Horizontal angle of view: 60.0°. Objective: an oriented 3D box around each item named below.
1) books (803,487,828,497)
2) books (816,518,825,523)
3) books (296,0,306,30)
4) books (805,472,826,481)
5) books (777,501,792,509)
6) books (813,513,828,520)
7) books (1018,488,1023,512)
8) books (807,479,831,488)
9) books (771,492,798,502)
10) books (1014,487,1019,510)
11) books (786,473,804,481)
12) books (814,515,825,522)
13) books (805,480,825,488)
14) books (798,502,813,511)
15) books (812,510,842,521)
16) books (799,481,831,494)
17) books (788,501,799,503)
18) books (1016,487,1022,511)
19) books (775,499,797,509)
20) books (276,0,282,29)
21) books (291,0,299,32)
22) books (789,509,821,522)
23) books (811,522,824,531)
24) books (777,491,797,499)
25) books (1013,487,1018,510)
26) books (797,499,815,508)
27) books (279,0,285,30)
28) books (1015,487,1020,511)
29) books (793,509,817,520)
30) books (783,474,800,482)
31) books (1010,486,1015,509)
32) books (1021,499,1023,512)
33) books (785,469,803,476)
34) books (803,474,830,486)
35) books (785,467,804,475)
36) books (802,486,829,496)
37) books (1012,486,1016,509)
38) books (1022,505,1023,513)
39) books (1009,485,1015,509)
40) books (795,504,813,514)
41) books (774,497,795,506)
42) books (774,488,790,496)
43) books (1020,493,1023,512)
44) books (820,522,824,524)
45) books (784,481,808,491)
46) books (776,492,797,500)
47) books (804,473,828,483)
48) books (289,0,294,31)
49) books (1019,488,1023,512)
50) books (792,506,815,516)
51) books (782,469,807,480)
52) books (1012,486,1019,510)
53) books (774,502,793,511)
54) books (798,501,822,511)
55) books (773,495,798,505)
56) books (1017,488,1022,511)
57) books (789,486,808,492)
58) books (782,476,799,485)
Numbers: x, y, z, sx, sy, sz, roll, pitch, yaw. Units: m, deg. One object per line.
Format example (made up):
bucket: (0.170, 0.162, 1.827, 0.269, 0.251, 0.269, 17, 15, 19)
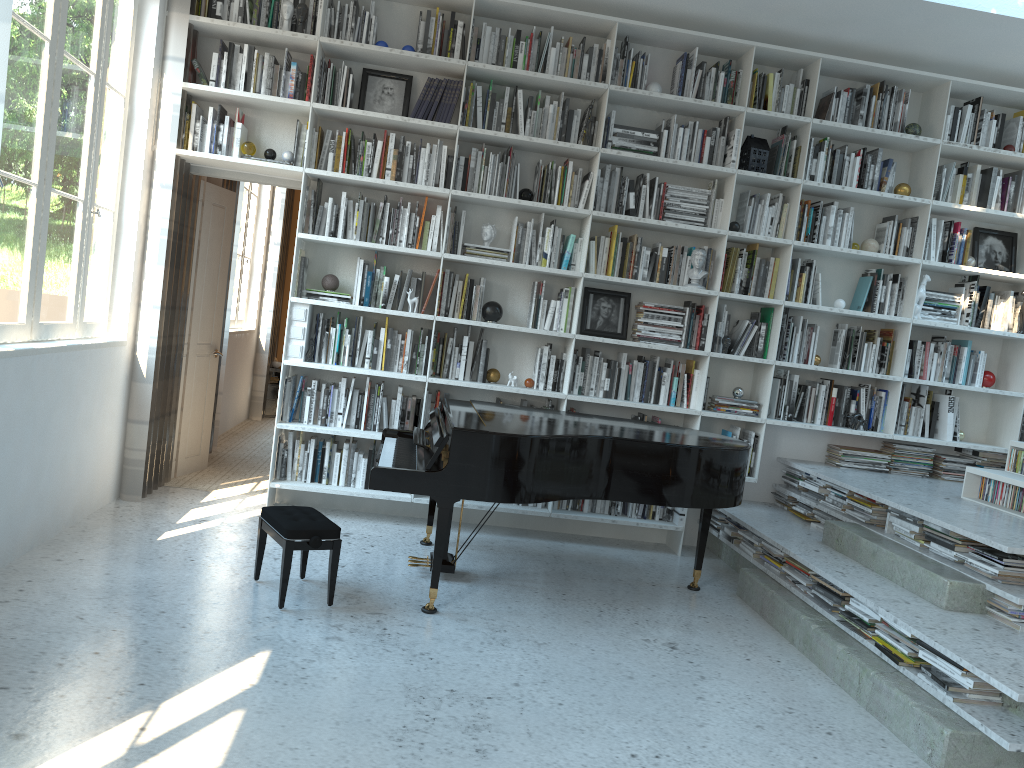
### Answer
books: (1.907, 0.662, 5.405, 0.152, 0.009, 0.259, 7, 4, -10)
books: (1.886, 0.811, 5.118, 0.161, 0.012, 0.254, 7, 4, -6)
books: (-1.235, -2.136, 5.176, 0.013, 0.292, 0.154, 7, 4, -7)
books: (1.909, 0.566, 5.397, 0.171, 0.020, 0.193, 7, 4, -12)
books: (1.816, 0.786, 5.735, 0.144, 0.005, 0.257, 7, 4, -2)
books: (1.881, 0.783, 5.115, 0.178, 0.009, 0.276, 7, 4, -6)
books: (2.705, 0.609, 4.617, 0.125, 0.125, 0.008, 7, 4, -7)
books: (1.915, 0.608, 5.401, 0.143, 0.012, 0.263, 7, 4, -2)
books: (1.811, 0.736, 5.730, 0.184, 0.006, 0.262, 7, 4, -6)
books: (2.702, 0.607, 4.646, 0.125, 0.125, 0.007, 7, 4, -7)
books: (1.888, 0.611, 5.692, 0.145, 0.008, 0.297, 7, 4, -8)
books: (1.883, 0.796, 5.116, 0.156, 0.017, 0.263, 7, 4, -11)
books: (1.907, 0.616, 5.401, 0.171, 0.007, 0.206, 7, 4, -5)
books: (1.864, 0.760, 5.423, 0.137, 0.018, 0.200, 7, 4, -11)
books: (1.877, 0.770, 5.113, 0.181, 0.017, 0.249, 7, 4, -10)
books: (1.894, 0.633, 5.401, 0.189, 0.030, 0.237, 7, 4, -10)
books: (1.820, 0.743, 5.732, 0.152, 0.005, 0.242, 7, 4, -3)
books: (2.703, 0.608, 4.631, 0.125, 0.125, 0.009, 7, 4, -7)
books: (1.826, 0.778, 5.735, 0.147, 0.014, 0.292, 7, 4, -7)
books: (-1.342, -2.141, 5.159, 0.013, 0.275, 0.158, 7, 4, -7)
books: (-1.256, -2.122, 5.162, 0.027, 0.259, 0.146, 7, 4, -7)
books: (1.832, 0.809, 5.424, 0.187, 0.009, 0.260, 7, 4, -4)
books: (1.861, 0.843, 5.118, 0.189, 0.028, 0.202, 7, 4, -12)
books: (1.823, 0.718, 5.730, 0.152, 0.015, 0.207, 7, 4, -2)
books: (2.701, 0.607, 4.653, 0.125, 0.125, 0.008, 7, 4, -7)
books: (1.864, 0.735, 5.421, 0.149, 0.014, 0.228, 7, 4, -9)
books: (-1.328, -2.114, 5.162, 0.021, 0.226, 0.156, 7, 4, -7)
books: (2.703, 0.608, 4.639, 0.125, 0.125, 0.008, 7, 4, -7)
books: (1.851, 0.800, 5.426, 0.160, 0.014, 0.267, 7, 4, -8)
books: (1.879, 0.618, 5.692, 0.156, 0.009, 0.287, 7, 4, -9)
books: (2.698, 0.605, 4.677, 0.125, 0.125, 0.008, 7, 4, -7)
books: (2.707, 0.611, 4.594, 0.125, 0.125, 0.007, 7, 4, -7)
books: (1.882, 0.576, 5.688, 0.167, 0.008, 0.234, 7, 4, -8)
books: (1.915, 0.593, 5.400, 0.163, 0.018, 0.289, 7, 4, -8)
books: (1.883, 0.566, 5.688, 0.159, 0.011, 0.245, 7, 4, -10)
books: (1.905, 0.654, 5.404, 0.163, 0.008, 0.294, 7, 4, -9)
books: (2.699, 0.605, 4.669, 0.125, 0.125, 0.008, 7, 4, -7)
books: (2.708, 0.612, 4.586, 0.125, 0.125, 0.010, 7, 4, -7)
books: (2.698, 0.604, 4.684, 0.125, 0.125, 0.008, 7, 4, -7)
books: (1.856, 0.773, 5.424, 0.159, 0.009, 0.228, 7, 4, -6)
books: (1.817, 0.764, 5.733, 0.170, 0.012, 0.215, 7, 4, -7)
books: (1.818, 0.706, 5.728, 0.174, 0.009, 0.239, 7, 4, -5)
books: (2.707, 0.611, 4.601, 0.125, 0.125, 0.007, 7, 4, -7)
books: (1.890, 0.825, 5.119, 0.138, 0.015, 0.214, 7, 4, -3)
books: (1.871, 0.659, 5.695, 0.163, 0.017, 0.232, 7, 4, -5)
books: (1.819, 0.729, 5.730, 0.159, 0.009, 0.210, 7, 4, -3)
books: (1.919, 0.581, 5.399, 0.159, 0.007, 0.285, 7, 4, -8)
books: (-1.281, -2.122, 5.163, 0.021, 0.253, 0.179, 7, 4, -7)
books: (2.706, 0.610, 4.609, 0.125, 0.125, 0.007, 7, 4, -7)
books: (1.841, 0.784, 5.423, 0.180, 0.017, 0.182, 7, 4, -10)
books: (1.870, 0.586, 5.688, 0.171, 0.015, 0.252, 7, 4, -12)
books: (2.700, 0.606, 4.662, 0.125, 0.125, 0.009, 7, 4, -7)
books: (1.814, 0.798, 5.736, 0.163, 0.019, 0.187, 7, 4, -8)
books: (1.860, 0.746, 5.422, 0.144, 0.009, 0.249, 7, 4, -3)
books: (1.822, 0.752, 5.733, 0.159, 0.012, 0.278, 7, 4, -8)
books: (2.704, 0.609, 4.624, 0.125, 0.125, 0.007, 7, 4, -7)
books: (1.883, 0.676, 5.697, 0.134, 0.014, 0.181, 7, 4, -10)
books: (1.871, 0.627, 5.692, 0.179, 0.012, 0.261, 7, 4, -7)
